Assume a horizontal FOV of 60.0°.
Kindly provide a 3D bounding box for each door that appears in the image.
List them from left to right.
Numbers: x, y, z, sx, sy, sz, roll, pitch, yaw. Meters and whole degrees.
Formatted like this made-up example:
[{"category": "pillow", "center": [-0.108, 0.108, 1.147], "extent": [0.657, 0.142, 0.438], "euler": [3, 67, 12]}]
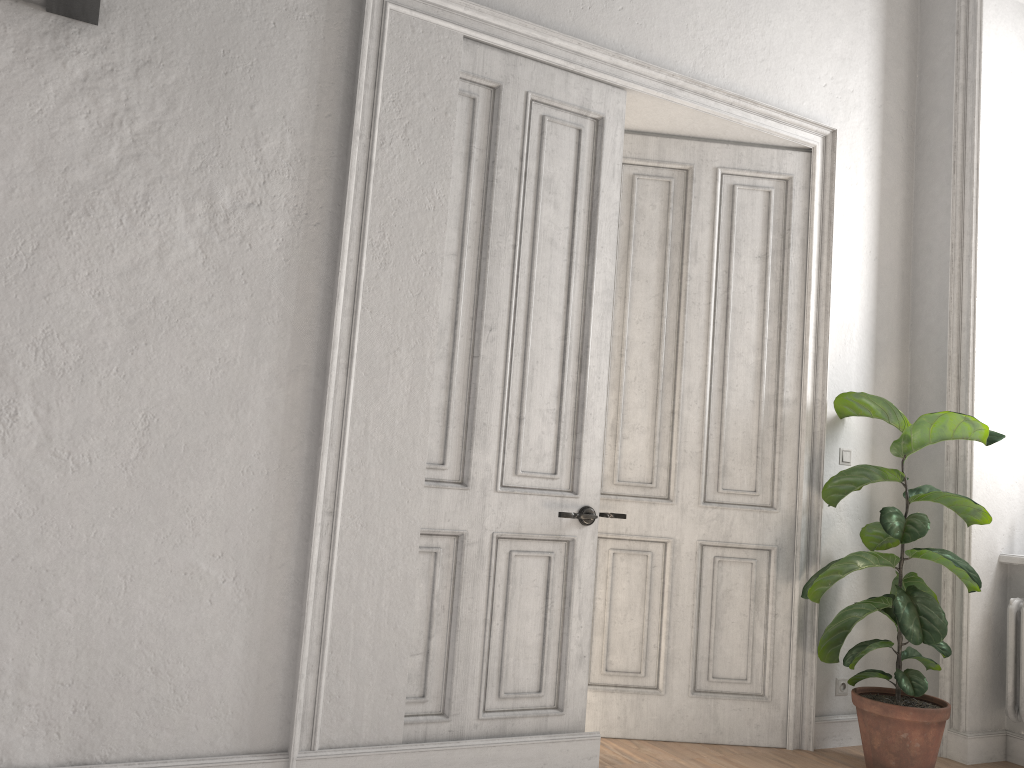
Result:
[{"category": "door", "center": [-0.109, 0.061, 3.466], "extent": [1.097, 2.812, 0.216], "euler": [7, -7, -25]}, {"category": "door", "center": [0.844, 0.212, 4.137], "extent": [1.097, 2.812, 0.216], "euler": [5, -6, -2]}]

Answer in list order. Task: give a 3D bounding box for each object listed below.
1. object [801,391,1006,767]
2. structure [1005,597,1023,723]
[{"category": "object", "center": [2.662, 0.542, 1.518], "extent": [0.792, 1.840, 5.830], "euler": [7, -7, -22]}, {"category": "structure", "center": [3.541, -0.670, 1.908], "extent": [0.340, 4.470, 5.184], "euler": [7, -7, -27]}]
